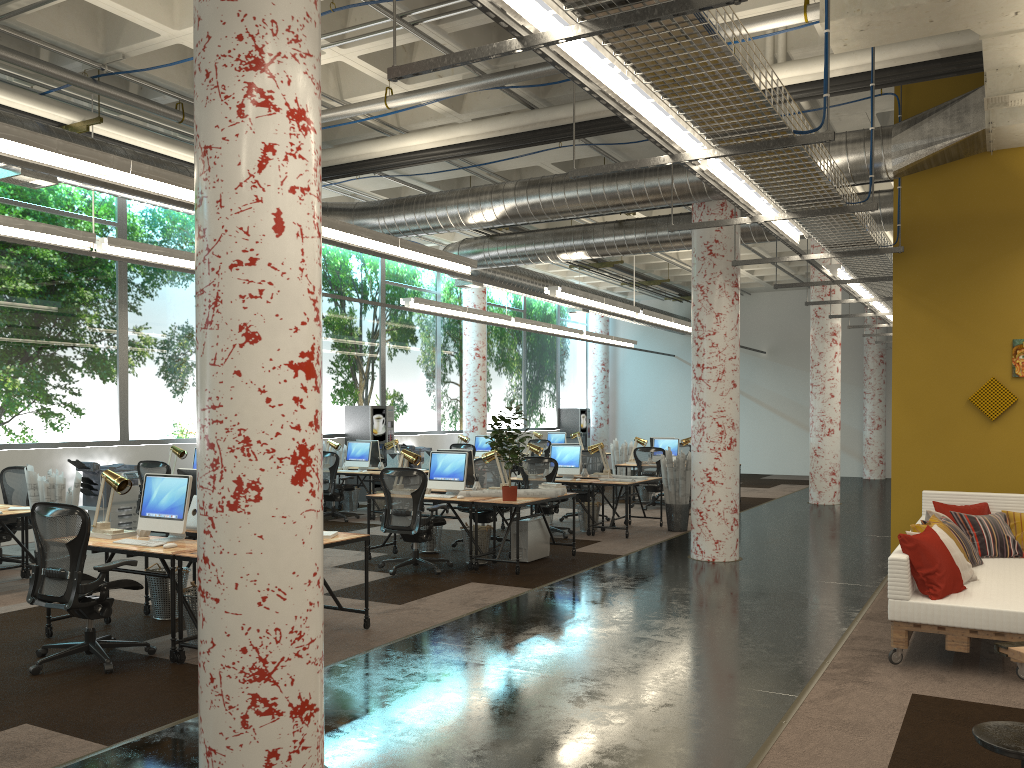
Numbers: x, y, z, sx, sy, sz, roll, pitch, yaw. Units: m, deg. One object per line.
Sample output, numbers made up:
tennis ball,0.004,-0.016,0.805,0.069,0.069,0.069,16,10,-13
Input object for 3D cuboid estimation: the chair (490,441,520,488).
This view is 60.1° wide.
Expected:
chair,-0.162,1.751,18.983,0.770,1.086,0.792,0,0,13

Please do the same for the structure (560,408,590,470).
structure,1.813,1.598,25.209,0.638,1.812,0.750,0,1,29

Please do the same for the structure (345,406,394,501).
structure,-2.724,1.324,17.053,0.638,1.812,0.750,0,1,29

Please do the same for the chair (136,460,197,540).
chair,-4.339,1.486,11.093,0.770,1.086,0.792,0,0,13

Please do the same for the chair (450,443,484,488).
chair,-0.883,1.695,17.306,0.770,1.086,0.792,0,0,13

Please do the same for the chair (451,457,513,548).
chair,-0.322,1.456,10.935,0.770,1.086,0.792,0,0,13

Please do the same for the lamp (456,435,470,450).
lamp,-1.083,1.336,18.081,0.219,0.611,0.527,-1,0,-41

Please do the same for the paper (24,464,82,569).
paper,-4.284,1.330,8.255,0.440,1.199,0.412,0,1,7

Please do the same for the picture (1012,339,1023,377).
picture,4.876,-0.246,8.290,0.331,0.356,0.027,0,1,29

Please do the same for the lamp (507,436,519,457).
lamp,0.037,1.339,18.193,0.219,0.611,0.527,-1,0,-41

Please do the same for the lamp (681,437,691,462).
lamp,3.362,1.274,16.346,0.219,0.611,0.527,-1,0,-41

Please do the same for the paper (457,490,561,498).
paper,-0.042,1.183,9.564,1.134,0.082,0.083,0,0,4

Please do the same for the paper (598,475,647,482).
paper,1.549,1.315,12.305,0.568,0.061,0.626,-1,-2,27

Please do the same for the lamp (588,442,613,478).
lamp,1.338,1.159,12.913,0.209,0.611,0.527,-1,0,-41

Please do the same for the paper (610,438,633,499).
paper,2.119,1.628,17.151,0.440,1.199,0.412,0,1,7

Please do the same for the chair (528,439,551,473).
chair,0.696,1.790,20.145,0.770,1.086,0.792,0,0,13

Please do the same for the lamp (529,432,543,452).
lamp,0.496,1.431,20.919,0.219,0.611,0.527,-1,0,-41

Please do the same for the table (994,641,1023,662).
table,2.238,1.378,3.207,0.626,0.760,0.616,0,0,-11

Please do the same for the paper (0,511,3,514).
paper,-5.051,1.175,8.063,0.568,0.061,0.626,-1,-2,27

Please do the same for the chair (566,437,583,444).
chair,1.417,1.846,21.821,0.770,1.086,0.792,0,0,13

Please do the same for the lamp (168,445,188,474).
lamp,-4.539,1.127,11.868,0.219,0.611,0.527,-1,0,-41

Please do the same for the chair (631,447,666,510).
chair,2.442,1.630,15.459,0.770,1.086,0.792,0,0,13

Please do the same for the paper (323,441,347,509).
paper,-3.143,1.576,15.516,0.440,1.199,0.412,0,1,7

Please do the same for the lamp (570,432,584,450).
lamp,1.616,1.434,21.032,0.219,0.611,0.527,-1,0,-41

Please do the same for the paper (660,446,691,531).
paper,2.316,1.470,12.498,0.440,1.199,0.412,0,1,7

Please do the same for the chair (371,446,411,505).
chair,-2.100,1.634,15.500,0.770,1.086,0.792,0,0,13

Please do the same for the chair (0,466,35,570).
chair,-5.458,1.431,9.463,0.770,1.086,0.792,0,0,13

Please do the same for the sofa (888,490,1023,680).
sofa,4.000,1.389,6.486,2.018,0.932,2.855,-1,-2,29

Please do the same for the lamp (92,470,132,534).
lamp,-3.061,0.951,6.707,0.219,0.611,0.527,-1,0,-41

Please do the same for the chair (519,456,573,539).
chair,0.422,1.515,12.029,0.770,1.086,0.792,0,0,13

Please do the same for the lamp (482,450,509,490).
lamp,-0.127,1.044,10.142,0.209,0.611,0.527,-1,0,-41

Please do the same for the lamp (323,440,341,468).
lamp,-3.017,1.219,14.601,0.209,0.611,0.527,-1,0,-41

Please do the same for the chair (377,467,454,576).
chair,-1.043,1.400,9.259,0.770,1.086,0.792,0,0,13

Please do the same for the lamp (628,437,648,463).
lamp,2.242,1.271,16.233,0.219,0.611,0.527,-1,0,-41

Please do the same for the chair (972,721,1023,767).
chair,1.834,1.507,3.162,0.346,0.498,0.337,0,0,-11

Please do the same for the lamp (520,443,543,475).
lamp,0.225,1.156,12.807,0.209,0.611,0.527,-1,0,-41

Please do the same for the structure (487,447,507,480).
structure,-0.396,1.842,21.248,0.503,1.058,1.058,0,0,29

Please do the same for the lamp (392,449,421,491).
lamp,-1.243,1.041,10.033,0.219,0.611,0.527,-1,0,-41

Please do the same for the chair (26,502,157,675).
chair,-2.861,1.310,5.933,0.770,1.086,0.792,0,0,13

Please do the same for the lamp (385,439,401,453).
lamp,-1.900,1.222,14.710,0.219,0.611,0.527,-1,0,-41

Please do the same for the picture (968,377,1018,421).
picture,4.587,0.142,8.447,0.424,0.425,0.047,0,1,29

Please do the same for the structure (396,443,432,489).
structure,-1.975,1.746,18.409,0.503,1.058,1.058,0,0,29

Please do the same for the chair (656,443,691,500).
chair,3.163,1.686,17.135,0.770,1.086,0.792,0,0,13

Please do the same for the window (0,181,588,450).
window,-4.090,-0.912,15.263,0.050,3.764,26.204,1,-1,29

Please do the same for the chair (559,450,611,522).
chair,1.142,1.571,13.706,0.770,1.086,0.792,0,0,13

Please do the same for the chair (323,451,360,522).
chair,-2.820,1.578,13.823,0.770,1.086,0.792,0,0,13

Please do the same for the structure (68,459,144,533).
structure,-5.485,1.534,12.096,0.503,1.058,1.058,0,0,29

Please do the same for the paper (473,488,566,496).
paper,0.040,1.188,9.710,1.134,0.082,0.083,0,0,-6
